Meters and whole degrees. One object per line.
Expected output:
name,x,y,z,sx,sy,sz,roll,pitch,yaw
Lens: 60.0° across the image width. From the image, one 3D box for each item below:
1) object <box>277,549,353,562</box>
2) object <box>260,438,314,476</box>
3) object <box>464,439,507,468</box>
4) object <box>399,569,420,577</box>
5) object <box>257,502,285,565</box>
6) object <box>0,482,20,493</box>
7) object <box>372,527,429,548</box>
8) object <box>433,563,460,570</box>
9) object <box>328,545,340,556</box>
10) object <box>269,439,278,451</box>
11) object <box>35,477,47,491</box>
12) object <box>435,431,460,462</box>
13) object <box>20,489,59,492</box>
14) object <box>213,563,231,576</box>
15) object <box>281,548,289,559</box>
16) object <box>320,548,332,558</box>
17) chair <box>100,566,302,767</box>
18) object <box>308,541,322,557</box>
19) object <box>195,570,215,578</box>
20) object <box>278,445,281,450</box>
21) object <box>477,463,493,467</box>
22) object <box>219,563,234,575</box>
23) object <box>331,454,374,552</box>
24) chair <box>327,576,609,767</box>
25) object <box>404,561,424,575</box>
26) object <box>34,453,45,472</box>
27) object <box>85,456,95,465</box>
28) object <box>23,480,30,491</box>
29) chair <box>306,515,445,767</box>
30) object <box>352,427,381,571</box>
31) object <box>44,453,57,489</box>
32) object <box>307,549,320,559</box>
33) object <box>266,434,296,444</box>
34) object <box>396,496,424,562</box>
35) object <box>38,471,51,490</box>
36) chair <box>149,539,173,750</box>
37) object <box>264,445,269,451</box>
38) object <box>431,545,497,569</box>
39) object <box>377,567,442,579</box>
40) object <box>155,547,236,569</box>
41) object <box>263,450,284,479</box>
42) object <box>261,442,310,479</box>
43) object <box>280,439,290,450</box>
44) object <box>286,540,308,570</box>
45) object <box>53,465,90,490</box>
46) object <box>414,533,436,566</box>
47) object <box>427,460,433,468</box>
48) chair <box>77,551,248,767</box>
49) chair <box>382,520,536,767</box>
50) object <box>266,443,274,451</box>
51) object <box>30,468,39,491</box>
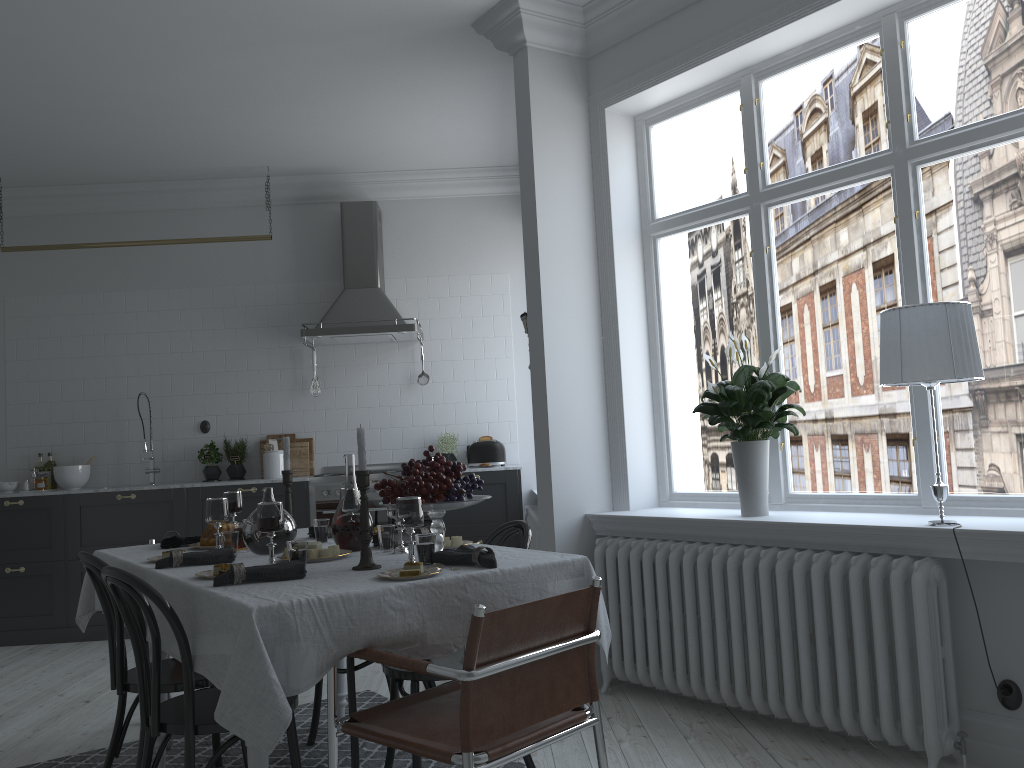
object,-0.673,0.591,3.037,0.251,0.018,0.251,-3,-4,-2
object,-1.726,0.570,6.809,0.400,0.290,0.030,-3,-4,-2
object,-0.205,0.525,6.744,0.326,0.207,0.219,-3,-4,3
object,-0.286,0.531,2.488,0.057,0.021,0.037,-3,-4,-2
object,-0.755,0.480,2.780,0.083,0.215,0.083,-3,-4,3
object,-3.725,0.750,6.557,0.159,0.110,0.172,-3,-4,-7
object,-0.414,0.576,3.341,0.165,0.061,0.247,-6,-5,37
object,-0.192,0.539,2.620,0.031,0.012,0.131,0,-5,-39
object,-0.622,0.576,3.072,0.039,0.040,0.077,-2,-4,-22
object,-1.774,0.557,6.647,0.064,0.290,0.141,-1,-4,-28
object,-3.479,0.739,6.547,0.078,0.101,0.078,-5,-4,26
object,-0.490,0.501,6.735,0.210,0.283,0.220,-4,-4,11
object,-3.519,0.794,6.611,0.180,0.008,0.272,-3,-4,-2
object,-0.891,0.571,2.732,0.057,0.037,0.021,-2,-4,-21
object,-0.752,0.569,2.993,0.039,0.040,0.078,-1,-4,-27
object,-0.644,0.577,3.015,0.040,0.039,0.077,-1,-4,-32
chair,-0.938,0.980,2.709,0.564,0.909,0.463,1,-5,-43
object,-0.704,0.575,3.061,0.100,0.056,0.056,-4,-4,15
object,-0.878,0.583,2.727,0.182,0.013,0.182,-4,-4,13
object,-1.746,0.579,6.678,0.050,0.247,0.114,0,-5,-37
object,-0.200,0.593,6.468,0.119,0.031,0.074,-5,-4,31
object,-0.863,0.567,2.702,0.036,0.039,0.051,-6,-5,38
object,-0.585,0.432,3.231,0.152,0.352,0.152,0,-5,-41
chair,-0.109,0.948,2.354,0.593,0.837,0.546,-7,-5,43
object,-0.281,0.525,2.531,0.057,0.037,0.021,-4,-4,19
object,-3.565,0.664,6.709,0.066,0.282,0.066,-3,-4,-7
object,-3.223,0.658,6.647,0.042,0.232,0.209,-6,-5,39
object,-3.578,0.752,6.533,0.046,0.084,0.046,-2,-4,-15
chair,-0.539,1.023,3.668,0.564,0.909,0.463,0,-5,-38
object,-0.455,0.349,2.725,0.089,0.432,0.089,-5,-4,21
object,-3.483,0.659,6.706,0.089,0.282,0.082,-3,-4,-2
object,-0.691,0.576,2.979,0.077,0.040,0.040,-4,-4,17
object,-1.763,0.550,6.777,0.220,0.330,0.041,-3,-4,-2
object,-0.303,0.447,2.647,0.083,0.215,0.083,-3,-4,3
object,-3.505,0.728,6.651,0.077,0.141,0.044,-3,-4,-2
chair,-1.362,1.129,4.060,0.546,0.837,0.593,-1,-4,-30
object,-1.802,0.577,6.630,0.117,0.251,0.061,-5,-4,28
object,-0.102,0.516,2.691,0.247,0.061,0.165,-6,-5,37
object,-0.288,0.536,2.499,0.182,0.013,0.182,-4,-4,8
object,-1.068,0.591,3.035,0.165,0.061,0.247,-6,-5,37
object,-1.769,0.602,6.634,0.174,0.208,0.174,-3,-4,-6
object,-1.727,0.581,6.752,0.360,0.261,0.053,-3,-4,-2
object,-1.739,0.556,6.677,0.131,0.296,0.056,-2,-4,-22
object,-0.658,0.530,2.727,0.066,0.094,0.066,-2,-4,-13
object,-3.280,0.698,6.613,0.247,0.175,0.247,-4,-4,11
object,-0.264,0.508,2.716,0.066,0.094,0.066,-2,-4,-13
object,-0.611,0.603,6.739,0.072,0.095,0.072,-7,-5,43
chair,-1.243,1.029,3.189,0.564,0.909,0.463,0,-5,-38
chair,-0.187,0.973,3.211,0.564,0.909,0.463,-1,-4,-24
object,-1.809,0.571,6.606,0.054,0.262,0.149,-1,-4,-27
object,-3.543,0.709,6.581,0.059,0.172,0.059,-5,-4,29
